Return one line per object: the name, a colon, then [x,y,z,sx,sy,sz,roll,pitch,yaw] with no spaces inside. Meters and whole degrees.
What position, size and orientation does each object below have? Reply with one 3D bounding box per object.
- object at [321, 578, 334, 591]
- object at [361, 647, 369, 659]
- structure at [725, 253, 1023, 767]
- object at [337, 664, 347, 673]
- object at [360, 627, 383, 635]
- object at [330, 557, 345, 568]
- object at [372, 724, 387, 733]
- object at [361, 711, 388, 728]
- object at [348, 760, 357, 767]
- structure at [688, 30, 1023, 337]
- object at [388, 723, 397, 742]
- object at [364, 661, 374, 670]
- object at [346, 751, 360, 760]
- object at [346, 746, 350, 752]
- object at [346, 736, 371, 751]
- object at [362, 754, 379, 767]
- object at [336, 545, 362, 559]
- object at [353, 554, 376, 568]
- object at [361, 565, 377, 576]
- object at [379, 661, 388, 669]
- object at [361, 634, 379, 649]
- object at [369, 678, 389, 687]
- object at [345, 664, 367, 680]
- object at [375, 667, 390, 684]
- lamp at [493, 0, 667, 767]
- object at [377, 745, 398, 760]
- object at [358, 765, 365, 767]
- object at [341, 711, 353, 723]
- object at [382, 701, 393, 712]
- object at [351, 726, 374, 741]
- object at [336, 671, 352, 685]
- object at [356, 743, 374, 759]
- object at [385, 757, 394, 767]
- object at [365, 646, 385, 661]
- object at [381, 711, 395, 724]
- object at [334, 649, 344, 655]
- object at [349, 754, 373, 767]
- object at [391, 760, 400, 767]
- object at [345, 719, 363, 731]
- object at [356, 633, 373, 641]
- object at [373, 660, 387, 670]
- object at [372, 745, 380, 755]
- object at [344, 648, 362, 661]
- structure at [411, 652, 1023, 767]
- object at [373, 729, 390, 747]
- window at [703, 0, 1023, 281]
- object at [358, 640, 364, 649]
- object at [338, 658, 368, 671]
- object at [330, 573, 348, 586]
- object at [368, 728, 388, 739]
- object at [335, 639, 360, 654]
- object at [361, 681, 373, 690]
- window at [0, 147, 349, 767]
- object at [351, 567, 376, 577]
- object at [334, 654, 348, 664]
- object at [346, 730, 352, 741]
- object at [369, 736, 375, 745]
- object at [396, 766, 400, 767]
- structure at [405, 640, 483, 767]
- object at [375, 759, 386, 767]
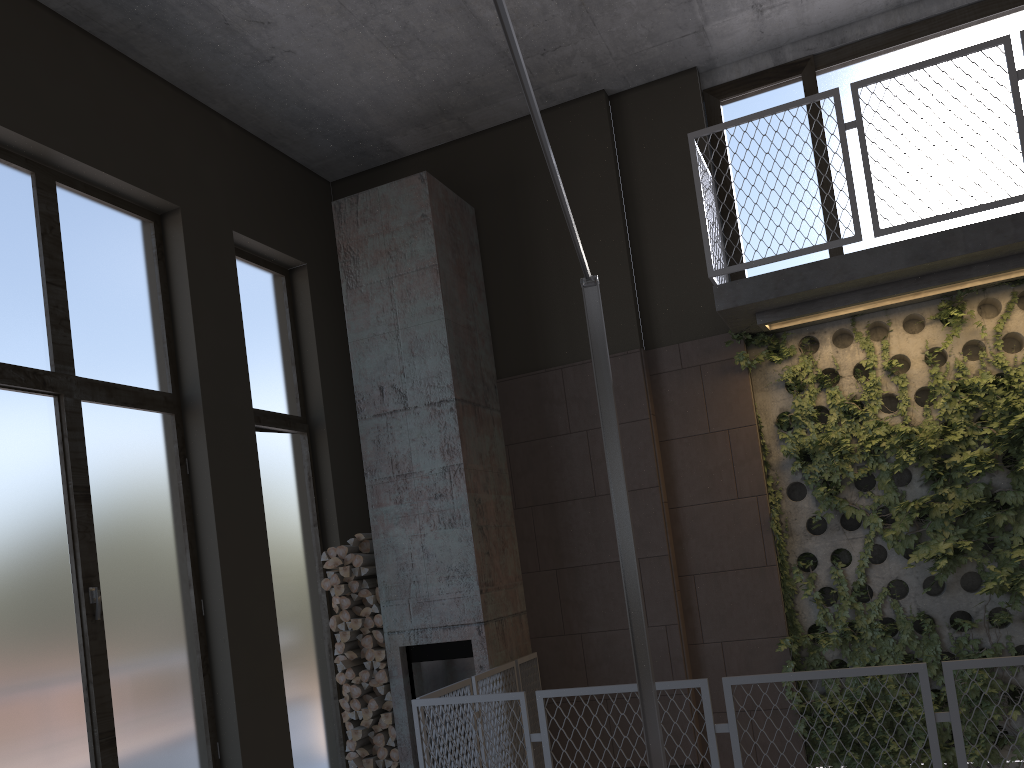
object: [-1.292,1.513,6.683,0.092,0.091,0.441,-10,-12,20]
object: [-1.008,2.009,6.649,0.102,0.085,0.366,-11,-12,22]
structure: [2.906,0.946,5.642,2.651,3.771,1.008,-10,-5,22]
object: [-1.178,2.140,6.679,0.067,0.083,0.428,-10,-12,23]
object: [-1.010,1.834,6.574,0.090,0.056,0.335,-11,-12,22]
object: [-1.213,1.341,6.641,0.114,0.078,0.439,-11,-12,20]
object: [-0.917,2.534,6.533,0.090,0.056,0.335,-11,-12,22]
object: [-0.975,2.496,6.576,0.116,0.078,0.439,-11,-12,20]
object: [-1.085,2.840,6.638,0.067,0.083,0.428,-10,-12,23]
structure: [2.945,0.110,4.418,3.717,4.257,3.055,-10,-7,22]
object: [-0.787,2.541,6.481,0.064,0.123,0.367,-10,-11,22]
object: [-0.971,2.090,6.598,0.068,0.066,0.426,-11,-12,22]
object: [-1.113,2.769,6.637,0.123,0.066,0.367,-11,-12,20]
object: [-1.120,2.708,6.670,0.068,0.070,0.427,-10,-12,22]
object: [-1.079,2.674,6.621,0.091,0.088,0.459,-11,-12,23]
object: [-0.950,2.795,6.584,0.094,0.082,0.484,-11,-12,22]
object: [-1.195,1.260,6.586,0.105,0.101,0.295,-10,-11,20]
object: [-1.042,1.320,6.587,0.094,0.091,0.441,-10,-12,20]
object: [-0.991,1.390,6.573,0.067,0.066,0.427,-10,-12,20]
object: [-0.892,2.052,6.449,0.063,0.047,0.253,-11,-12,20]
object: [-1.007,1.902,6.540,0.099,0.105,0.297,-10,-11,20]
object: [-0.924,2.202,6.561,0.123,0.066,0.367,-11,-12,22]
object: [-1.105,2.167,6.671,0.091,0.088,0.459,-11,-12,22]
object: [-0.889,2.127,6.448,0.101,0.101,0.295,-10,-11,20]
lamp: [0.272,0.425,2.402,0.759,3.376,2.660,-8,-7,9]
object: [-0.852,2.706,6.553,0.093,0.092,0.441,-11,-12,22]
object: [-1.012,2.867,6.630,0.091,0.088,0.459,-11,-12,22]
object: [-1.145,2.489,6.692,0.080,0.105,0.441,-10,-11,21]
object: [-0.815,2.368,6.556,0.116,0.078,0.439,-11,-12,20]
object: [-1.035,2.578,6.575,0.094,0.082,0.484,-10,-12,20]
object: [-1.182,2.212,6.699,0.092,0.090,0.441,-11,-12,22]
object: [-1.011,2.740,6.635,0.116,0.078,0.439,-11,-12,22]
object: [-0.805,2.772,6.526,0.068,0.066,0.426,-11,-12,22]
object: [-0.945,2.005,6.594,0.093,0.092,0.441,-11,-12,22]
object: [-0.807,2.441,6.526,0.094,0.082,0.484,-11,-12,22]
object: [-1.213,2.008,6.711,0.068,0.070,0.427,-10,-12,22]
object: [-1.066,2.784,6.539,0.072,0.071,0.426,-10,-12,22]
object: [-0.799,2.752,6.407,0.063,0.047,0.253,-11,-12,20]
object: [-1.140,2.592,6.701,0.071,0.116,0.368,-10,-11,21]
object: [-1.050,1.888,6.619,0.065,0.073,0.362,-10,-12,23]
object: [-0.897,2.072,6.567,0.068,0.066,0.426,-11,-12,22]
object: [-0.915,2.710,6.607,0.102,0.085,0.366,-11,-12,22]
object: [-1.103,2.040,6.677,0.116,0.078,0.439,-11,-12,22]
structure: [1.886,1.928,4.938,4.469,0.921,1.944,-12,-11,22]
object: [-0.914,2.602,6.499,0.099,0.105,0.297,-10,-11,20]
window: [3.180,-1.668,5.834,3.600,1.727,0.110,-12,-5,22]
object: [-1.056,1.969,6.705,0.105,0.100,0.294,-11,-11,22]
object: [-1.159,2.084,6.581,0.072,0.071,0.426,-10,-12,22]
object: [-1.217,1.471,6.648,0.092,0.088,0.460,-10,-12,20]
object: [-0.958,2.588,6.578,0.065,0.073,0.362,-10,-12,23]
object: [-1.172,1.973,6.662,0.091,0.088,0.459,-11,-12,23]
object: [-1.014,2.236,6.602,0.065,0.073,0.363,-10,-12,19]
window: [-3.230,0.461,2.638,0.211,4.099,9.299,-9,-10,20]
object: [-1.065,1.406,6.604,0.068,0.065,0.427,-10,-12,20]
object: [-1.205,2.069,6.678,0.123,0.066,0.367,-11,-12,20]
object: [-1.103,2.603,6.604,0.068,0.066,0.427,-10,-12,20]
object: [-0.963,2.669,6.664,0.105,0.100,0.294,-11,-11,22]
object: [-0.797,2.827,6.407,0.101,0.101,0.295,-10,-11,20]
structure: [-0.441,2.294,6.249,0.581,0.915,0.056,-10,-4,22]
object: [-0.878,2.790,6.557,0.068,0.066,0.426,-11,-12,22]
